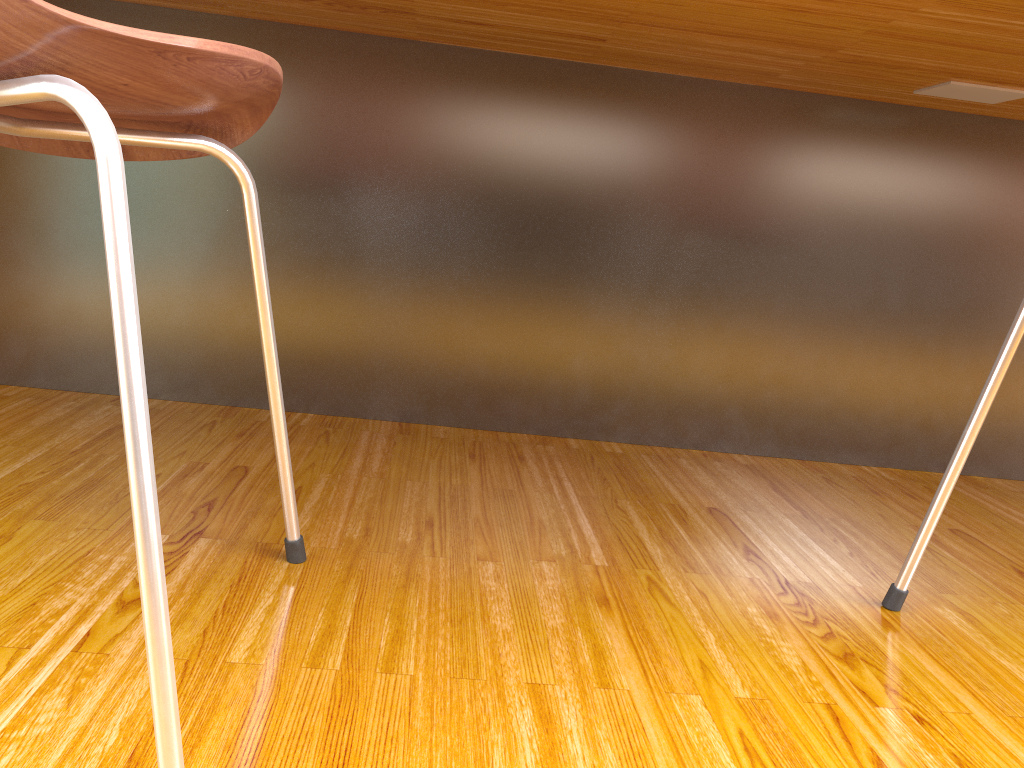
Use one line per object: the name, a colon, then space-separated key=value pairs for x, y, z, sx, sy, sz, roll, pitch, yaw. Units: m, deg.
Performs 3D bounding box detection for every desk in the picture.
desk: x=0.677 y=-0.094 z=1.039 sx=3.356 sy=0.606 sz=0.760 roll=6 pitch=10 yaw=-5

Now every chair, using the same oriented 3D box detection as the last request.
chair: x=-0.346 y=-0.165 z=0.544 sx=0.428 sy=0.693 sz=0.381 roll=6 pitch=10 yaw=-5
chair: x=0.617 y=-0.069 z=0.629 sx=0.428 sy=0.693 sz=0.381 roll=6 pitch=10 yaw=-5
